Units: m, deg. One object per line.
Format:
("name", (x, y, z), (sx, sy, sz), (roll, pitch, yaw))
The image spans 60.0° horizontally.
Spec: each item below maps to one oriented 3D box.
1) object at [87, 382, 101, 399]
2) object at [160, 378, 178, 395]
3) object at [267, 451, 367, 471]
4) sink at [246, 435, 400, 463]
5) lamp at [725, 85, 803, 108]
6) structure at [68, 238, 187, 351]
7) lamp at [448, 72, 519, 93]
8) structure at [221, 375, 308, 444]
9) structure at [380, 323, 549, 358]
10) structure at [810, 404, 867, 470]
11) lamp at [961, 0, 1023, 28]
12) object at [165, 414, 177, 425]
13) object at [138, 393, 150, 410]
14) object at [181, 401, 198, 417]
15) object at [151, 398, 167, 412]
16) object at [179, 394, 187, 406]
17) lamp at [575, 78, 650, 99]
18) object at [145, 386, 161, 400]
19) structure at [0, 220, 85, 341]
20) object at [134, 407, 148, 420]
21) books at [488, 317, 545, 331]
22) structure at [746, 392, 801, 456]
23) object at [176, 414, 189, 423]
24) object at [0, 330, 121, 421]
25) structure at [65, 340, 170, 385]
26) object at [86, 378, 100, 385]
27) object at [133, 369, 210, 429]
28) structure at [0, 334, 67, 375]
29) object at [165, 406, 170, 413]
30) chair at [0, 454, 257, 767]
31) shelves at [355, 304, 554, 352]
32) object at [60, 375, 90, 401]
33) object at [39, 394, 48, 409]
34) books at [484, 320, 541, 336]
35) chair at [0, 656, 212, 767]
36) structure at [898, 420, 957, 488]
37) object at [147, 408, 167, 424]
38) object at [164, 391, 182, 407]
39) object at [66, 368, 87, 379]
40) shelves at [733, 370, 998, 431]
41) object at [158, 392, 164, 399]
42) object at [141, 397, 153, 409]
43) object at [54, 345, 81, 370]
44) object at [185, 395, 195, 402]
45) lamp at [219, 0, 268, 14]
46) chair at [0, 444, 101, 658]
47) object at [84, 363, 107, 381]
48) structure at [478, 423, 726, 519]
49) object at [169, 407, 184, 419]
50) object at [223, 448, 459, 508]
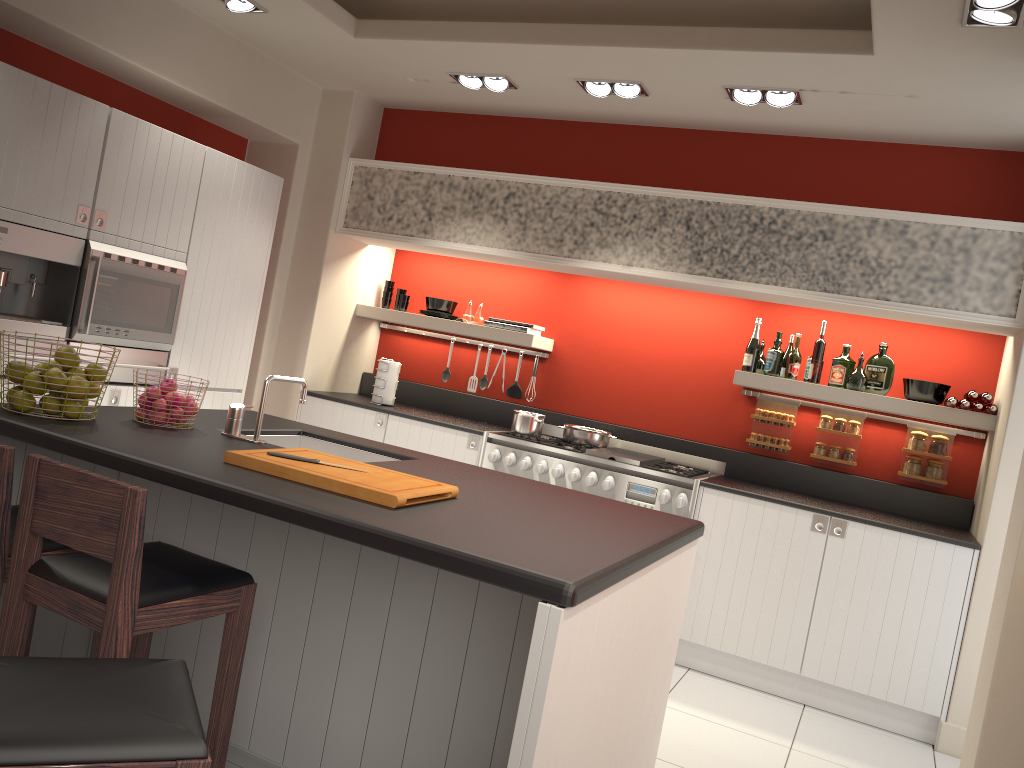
("object", (-1.329, 0.019, 2.798), (0.057, 0.057, 0.055), (11, 1, 15))
("object", (-1.163, 0.009, 3.004), (0.056, 0.058, 0.056), (10, 2, -22))
("object", (-0.561, 0.226, 2.582), (0.302, 0.010, 0.035), (11, 2, -6))
("sink", (-0.725, 0.369, 3.242), (0.568, 0.258, 0.516), (11, 2, 23))
("lamp", (1.263, -1.459, 4.436), (0.361, 0.103, 0.199), (11, 2, 23))
("structure", (-1.970, -0.438, 4.437), (0.333, 0.473, 0.610), (11, 2, 23))
("lamp", (-0.161, -1.745, 5.064), (0.361, 0.109, 0.199), (11, 2, 23))
("structure", (-0.861, 0.084, 3.089), (0.183, 0.249, 0.224), (11, 2, 24))
("structure", (-0.356, -0.311, 6.286), (1.355, 0.034, 0.054), (11, 2, 23))
("structure", (1.912, 0.309, 5.200), (0.256, 0.347, 0.130), (11, 1, 23))
("lamp", (1.695, -1.340, 3.099), (0.199, 0.090, 0.361), (11, 2, 23))
("object", (-1.165, 0.120, 3.024), (0.040, 0.039, 0.039), (10, 2, -18))
("object", (-1.233, 0.058, 2.999), (0.059, 0.059, 0.060), (12, 2, 35))
("object", (-1.109, 0.085, 3.051), (0.055, 0.056, 0.055), (12, 2, 33))
("object", (-1.173, 0.069, 2.949), (0.048, 0.046, 0.048), (10, 2, -17))
("object", (-1.134, 0.058, 3.038), (0.041, 0.044, 0.045), (11, 1, -7))
("lamp", (0.542, -1.605, 4.754), (0.361, 0.104, 0.199), (11, 2, 23))
("object", (-1.193, 0.030, 2.948), (0.048, 0.046, 0.048), (10, 2, -21))
("structure", (-2.285, -0.478, 3.893), (0.453, 0.470, 0.623), (11, 2, 23))
("object", (-1.250, 0.099, 3.000), (0.050, 0.049, 0.049), (10, 1, -11))
("books", (0.034, -0.401, 5.938), (0.332, 0.026, 0.207), (11, 2, 24))
("structure", (1.572, 0.240, 5.350), (0.256, 0.347, 0.130), (11, 1, 23))
("object", (-1.150, 0.115, 3.084), (0.050, 0.049, 0.049), (10, 1, -11))
("object", (-1.429, -0.024, 2.774), (0.341, 0.232, 0.341), (10, 2, -34))
("structure", (-1.958, -0.096, 4.416), (0.129, 0.177, 0.617), (11, 2, 23))
("object", (-1.361, 0.006, 2.850), (0.067, 0.064, 0.066), (11, 2, 28))
("object", (-1.172, 0.053, 3.025), (0.248, 0.168, 0.248), (11, 2, 11))
("structure", (-2.206, -0.127, 3.838), (0.129, 0.177, 0.617), (11, 2, 23))
("object", (-1.179, 0.071, 3.062), (0.055, 0.056, 0.055), (12, 2, 33))
("chair", (-1.002, 0.712, 2.298), (0.383, 1.008, 0.474), (11, 1, 25))
("shelves", (-0.413, -0.392, 6.140), (1.379, 0.083, 0.376), (11, 2, 23))
("object", (-1.351, 0.014, 2.743), (0.082, 0.082, 0.082), (10, 1, -10))
("object", (-1.462, 0.059, 2.798), (0.055, 0.054, 0.053), (11, 2, 27))
("books", (0.005, -0.371, 5.927), (0.331, 0.042, 0.207), (12, 2, 28))
("chair", (-0.813, 0.771, 1.513), (0.474, 1.008, 0.383), (10, 1, -26))
("structure", (2.344, 0.396, 5.009), (0.256, 0.347, 0.130), (11, 1, 23))
("object", (-1.191, 0.105, 2.979), (0.062, 0.057, 0.061), (11, 2, 23))
("object", (-1.139, 0.052, 2.983), (0.051, 0.055, 0.056), (12, 2, 38))
("object", (-1.368, -0.024, 2.785), (0.056, 0.054, 0.057), (11, 1, -6))
("shelves", (1.992, 0.093, 5.079), (1.379, 0.083, 0.376), (11, 2, 23))
("object", (-1.195, 0.041, 2.988), (0.041, 0.039, 0.041), (12, 2, 39))
("object", (-1.217, 0.064, 2.959), (0.041, 0.041, 0.040), (10, 2, -30))
("object", (-1.399, -0.083, 2.793), (0.078, 0.080, 0.078), (11, 2, 23))
("object", (-1.135, 0.063, 3.089), (0.056, 0.050, 0.055), (10, 2, -28))
("lamp", (-1.421, -1.958, 4.472), (0.199, 0.084, 0.361), (11, 2, 23))
("chair", (-1.418, 0.629, 2.481), (0.383, 1.008, 0.474), (11, 1, 23))
("object", (-1.326, -0.035, 2.824), (0.067, 0.064, 0.067), (11, 2, 24))
("structure", (0.457, 0.874, 5.319), (1.323, 1.085, 0.777), (11, 2, 23))
("object", (-1.134, 0.096, 2.998), (0.046, 0.043, 0.046), (10, 2, -27))
("object", (-0.487, 0.263, 2.573), (0.570, 0.033, 0.372), (11, 2, 22))
